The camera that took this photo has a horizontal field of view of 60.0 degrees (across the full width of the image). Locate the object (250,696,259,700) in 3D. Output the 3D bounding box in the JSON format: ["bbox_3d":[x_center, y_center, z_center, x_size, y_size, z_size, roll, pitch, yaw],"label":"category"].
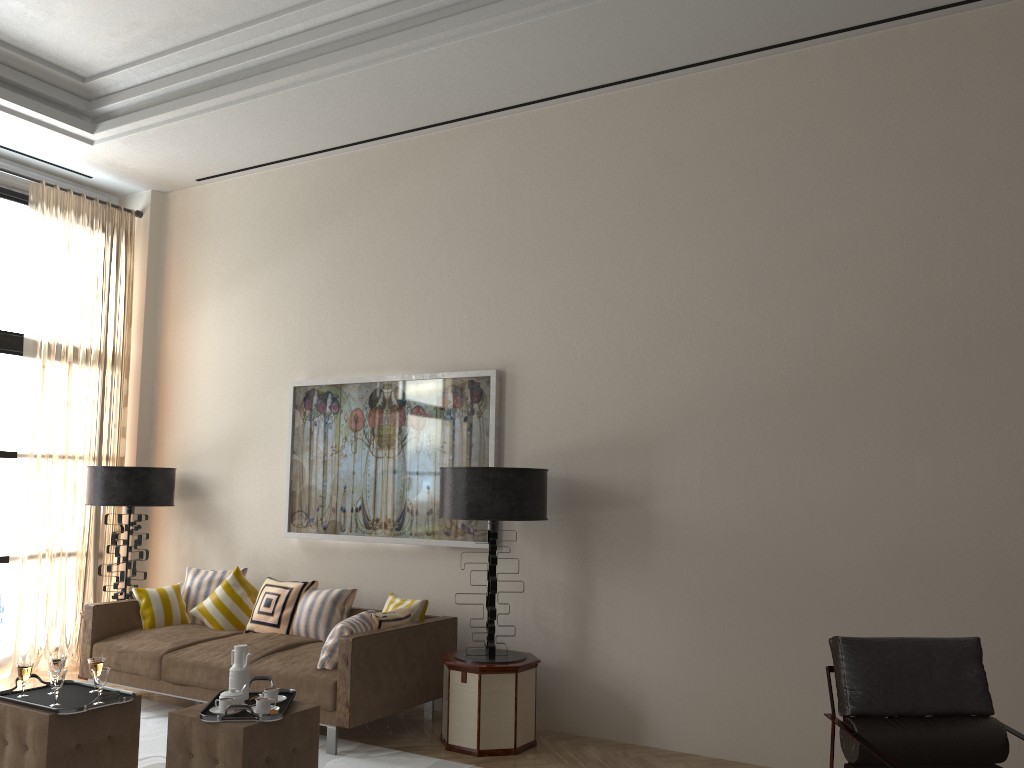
[{"bbox_3d":[-1.484,1.807,5.099,0.049,0.025,0.053,1,-7,-3],"label":"object"}]

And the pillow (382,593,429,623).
[{"bbox_3d":[-0.925,1.968,7.214,0.297,0.474,0.516,6,-8,-38],"label":"pillow"}]

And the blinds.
[{"bbox_3d":[-4.526,0.476,9.075,0.418,4.861,1.244,-2,-6,32],"label":"blinds"}]

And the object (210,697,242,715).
[{"bbox_3d":[-1.537,1.733,4.778,0.176,0.067,0.176,0,-7,6],"label":"object"}]

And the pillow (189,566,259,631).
[{"bbox_3d":[-2.536,1.973,8.064,0.767,0.615,0.356,3,-6,-16],"label":"pillow"}]

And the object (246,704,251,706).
[{"bbox_3d":[-1.434,1.771,4.900,0.041,0.026,0.187,-4,-8,38],"label":"object"}]

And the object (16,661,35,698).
[{"bbox_3d":[-2.820,1.709,5.124,0.098,0.191,0.098,0,-6,13],"label":"object"}]

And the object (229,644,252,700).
[{"bbox_3d":[-1.575,1.670,5.132,0.113,0.304,0.126,3,-6,-23],"label":"object"}]

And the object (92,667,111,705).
[{"bbox_3d":[-2.318,1.702,4.988,0.098,0.191,0.098,-2,-6,30],"label":"object"}]

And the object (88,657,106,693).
[{"bbox_3d":[-2.477,1.734,5.273,0.098,0.191,0.098,5,-7,-34],"label":"object"}]

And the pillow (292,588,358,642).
[{"bbox_3d":[-1.674,2.042,7.653,0.660,0.564,0.372,-2,-6,25],"label":"pillow"}]

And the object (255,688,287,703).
[{"bbox_3d":[-1.384,1.788,5.092,0.176,0.067,0.176,-3,-8,29],"label":"object"}]

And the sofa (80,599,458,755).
[{"bbox_3d":[-2.081,2.315,7.431,2.980,0.817,1.355,-3,-8,30],"label":"sofa"}]

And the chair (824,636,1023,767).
[{"bbox_3d":[2.089,1.828,4.148,0.877,1.132,1.137,2,-6,-5],"label":"chair"}]

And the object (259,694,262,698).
[{"bbox_3d":[-1.449,1.810,5.106,0.041,0.015,0.187,3,-7,-18],"label":"object"}]

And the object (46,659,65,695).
[{"bbox_3d":[-2.688,1.722,5.207,0.098,0.191,0.098,-2,-6,30],"label":"object"}]

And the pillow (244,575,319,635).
[{"bbox_3d":[-2.032,1.989,7.797,0.617,0.546,0.404,-3,-7,33],"label":"pillow"}]

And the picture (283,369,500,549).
[{"bbox_3d":[-1.121,0.665,7.881,2.267,1.476,0.080,-2,-6,28],"label":"picture"}]

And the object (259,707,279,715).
[{"bbox_3d":[-1.313,1.772,4.786,0.041,0.015,0.187,-1,-7,17],"label":"object"}]

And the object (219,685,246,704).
[{"bbox_3d":[-1.568,1.749,4.962,0.136,0.105,0.176,-2,-7,26],"label":"object"}]

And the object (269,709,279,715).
[{"bbox_3d":[-1.280,1.769,4.772,0.049,0.025,0.053,-3,-8,32],"label":"object"}]

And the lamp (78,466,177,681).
[{"bbox_3d":[-3.812,1.835,8.765,0.830,2.013,0.831,-3,-7,34],"label":"lamp"}]

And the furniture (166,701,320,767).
[{"bbox_3d":[-1.489,2.116,4.915,0.614,0.614,0.615,-2,-7,30],"label":"furniture"}]

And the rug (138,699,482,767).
[{"bbox_3d":[-2.972,2.298,4.371,5.734,0.065,5.531,-3,-8,30],"label":"rug"}]

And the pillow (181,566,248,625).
[{"bbox_3d":[-2.841,2.016,8.328,0.623,0.574,0.356,0,-6,9],"label":"pillow"}]

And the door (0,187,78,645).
[{"bbox_3d":[-5.195,0.391,8.372,0.240,4.754,3.093,-2,-7,30],"label":"door"}]

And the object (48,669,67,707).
[{"bbox_3d":[-2.532,1.691,4.929,0.098,0.191,0.098,5,-7,-34],"label":"object"}]

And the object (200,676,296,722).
[{"bbox_3d":[-1.466,1.764,4.972,0.441,0.101,0.722,2,-7,-6],"label":"object"}]

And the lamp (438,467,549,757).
[{"bbox_3d":[-0.153,1.644,6.643,0.830,2.013,0.831,-2,-6,31],"label":"lamp"}]

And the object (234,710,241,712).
[{"bbox_3d":[-1.471,1.753,4.781,0.052,0.027,0.080,3,-7,-13],"label":"object"}]

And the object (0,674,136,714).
[{"bbox_3d":[-2.572,1.772,5.115,0.802,0.091,0.492,-3,-8,30],"label":"object"}]

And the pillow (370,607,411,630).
[{"bbox_3d":[-1.016,1.958,6.879,0.304,0.411,0.465,-2,-7,28],"label":"pillow"}]

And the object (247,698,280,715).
[{"bbox_3d":[-1.357,1.756,4.838,0.176,0.067,0.176,-3,-8,32],"label":"object"}]

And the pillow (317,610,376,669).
[{"bbox_3d":[-1.231,1.915,6.583,0.327,0.427,0.499,-1,-7,18],"label":"pillow"}]

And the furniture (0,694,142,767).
[{"bbox_3d":[-2.579,2.117,5.090,0.614,0.614,0.615,-2,-7,30],"label":"furniture"}]

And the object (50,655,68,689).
[{"bbox_3d":[-2.736,1.737,5.341,0.098,0.191,0.098,2,-6,-13],"label":"object"}]

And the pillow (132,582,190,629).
[{"bbox_3d":[-3.170,2.039,8.056,0.318,0.432,0.483,-4,-8,40],"label":"pillow"}]
